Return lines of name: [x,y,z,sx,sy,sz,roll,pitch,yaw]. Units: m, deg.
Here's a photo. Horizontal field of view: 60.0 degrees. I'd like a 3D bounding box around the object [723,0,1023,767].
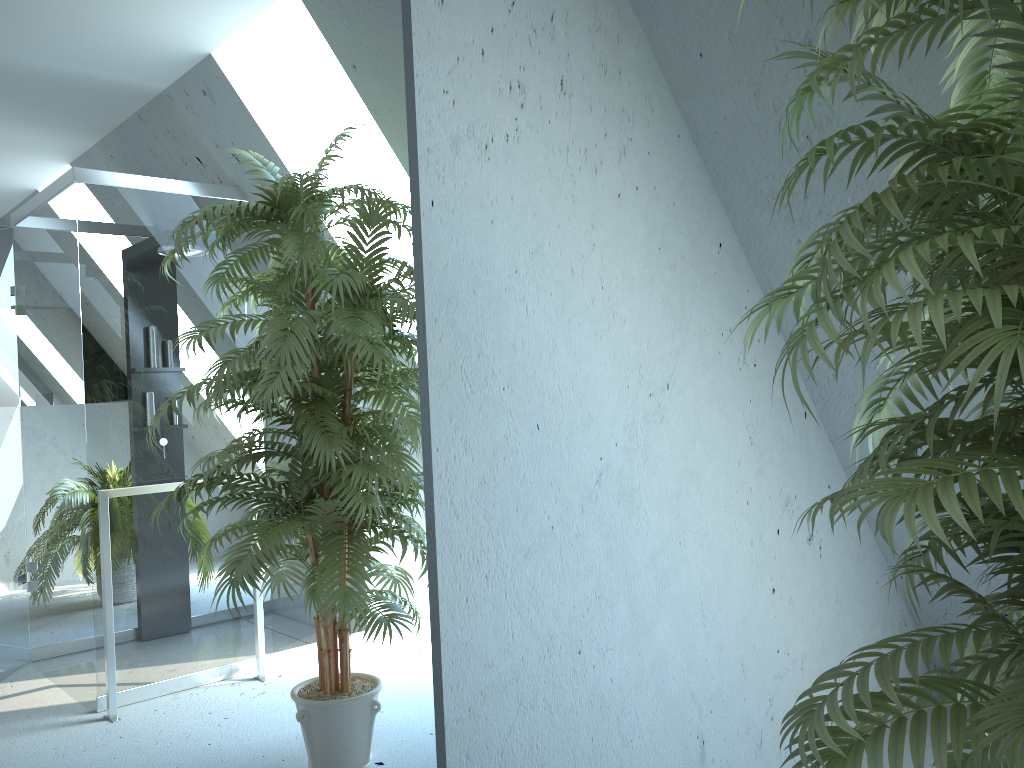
object: [0.821,0.109,1.219,0.980,2.034,1.020,-3,-1,7]
